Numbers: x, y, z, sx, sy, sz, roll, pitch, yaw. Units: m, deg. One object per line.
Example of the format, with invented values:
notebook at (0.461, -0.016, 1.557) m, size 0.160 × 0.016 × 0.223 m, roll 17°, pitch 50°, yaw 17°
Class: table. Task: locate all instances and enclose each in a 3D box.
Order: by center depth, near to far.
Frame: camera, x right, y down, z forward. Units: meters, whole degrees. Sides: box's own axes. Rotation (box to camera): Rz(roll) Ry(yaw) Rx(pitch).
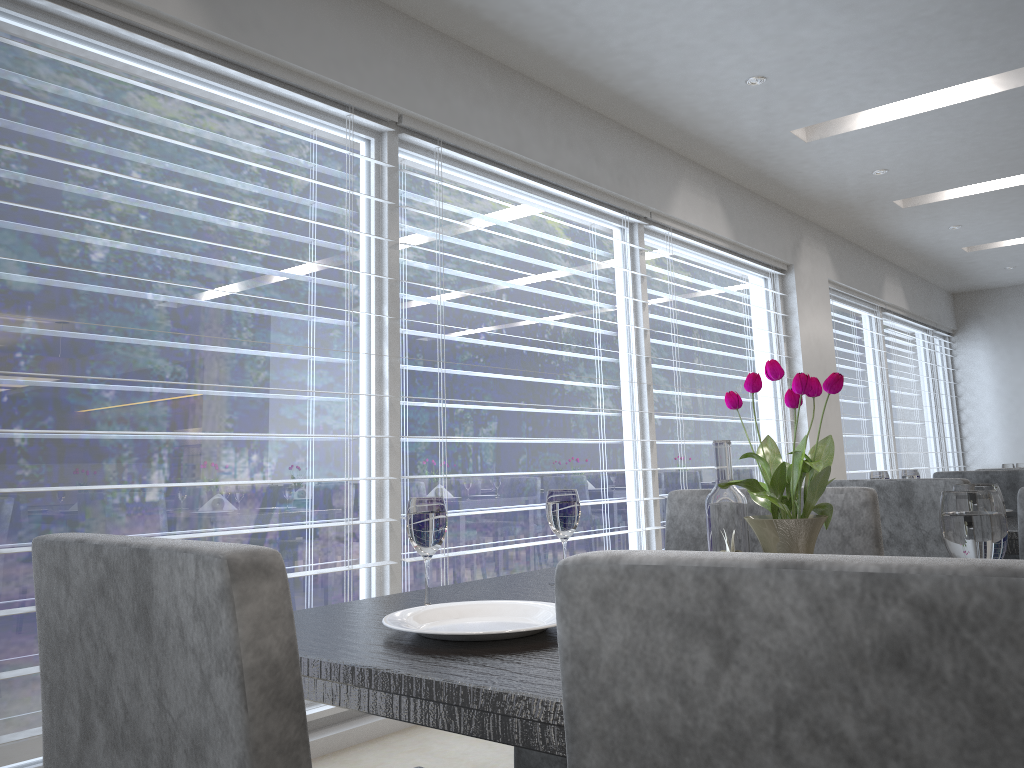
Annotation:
table at (0.321, 0.570, 0.876) m, size 1.182 × 0.642 × 0.773 m, roll -7°, pitch -9°, yaw 39°
table at (1.469, 0.671, 2.239) m, size 1.182 × 0.642 × 0.773 m, roll -7°, pitch -9°, yaw 39°

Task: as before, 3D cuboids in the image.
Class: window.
window at (-0.475, 0.042, 3.176) m, size 0.157 × 2.098 × 7.063 m, roll -10°, pitch -10°, yaw 39°
window at (3.365, 0.380, 7.733) m, size 0.157 × 2.099 × 3.639 m, roll -10°, pitch -10°, yaw 39°

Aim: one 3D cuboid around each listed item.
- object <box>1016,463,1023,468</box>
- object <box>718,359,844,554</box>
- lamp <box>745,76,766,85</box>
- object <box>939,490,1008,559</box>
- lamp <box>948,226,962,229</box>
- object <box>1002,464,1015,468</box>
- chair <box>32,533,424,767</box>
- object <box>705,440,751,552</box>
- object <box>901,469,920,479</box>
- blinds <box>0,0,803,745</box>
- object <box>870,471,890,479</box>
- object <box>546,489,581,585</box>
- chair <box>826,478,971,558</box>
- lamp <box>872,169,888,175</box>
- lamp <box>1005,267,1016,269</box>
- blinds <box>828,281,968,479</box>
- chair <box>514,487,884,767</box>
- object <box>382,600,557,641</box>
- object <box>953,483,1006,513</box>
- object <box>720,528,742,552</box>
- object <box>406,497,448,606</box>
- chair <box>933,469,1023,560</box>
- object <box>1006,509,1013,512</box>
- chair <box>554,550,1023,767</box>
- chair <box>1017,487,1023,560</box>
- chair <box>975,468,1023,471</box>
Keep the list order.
object at (2.307, 0.427, 3.986) m, size 0.053 × 0.141 × 0.052 m, roll 0°, pitch -10°, yaw -8°
object at (0.291, 0.115, 0.943) m, size 0.154 × 0.280 × 0.103 m, roll -8°, pitch -12°, yaw 36°
lamp at (1.094, -1.361, 3.970) m, size 0.089 × 0.007 × 0.088 m, roll -1°, pitch -6°, yaw -5°
object at (0.406, 0.164, 0.768) m, size 0.053 × 0.141 × 0.052 m, roll -1°, pitch -9°, yaw -2°
lamp at (3.302, -1.167, 6.590) m, size 0.089 × 0.007 × 0.088 m, roll -1°, pitch -6°, yaw -5°
object at (2.121, 0.411, 3.765) m, size 0.053 × 0.141 × 0.052 m, roll 0°, pitch -10°, yaw -8°
chair at (-0.121, 0.510, 0.774) m, size 0.473 × 0.772 × 0.489 m, roll -10°, pitch -12°, yaw 44°
object at (0.270, 0.172, 1.108) m, size 0.052 × 0.204 × 0.051 m, roll -2°, pitch -10°, yaw 4°
object at (1.222, 0.331, 2.698) m, size 0.053 × 0.141 × 0.052 m, roll 0°, pitch -10°, yaw -8°
blinds at (-0.402, 0.006, 3.107) m, size 0.045 × 2.068 × 7.058 m, roll -10°, pitch -10°, yaw 39°
object at (1.035, 0.315, 2.477) m, size 0.053 × 0.141 × 0.052 m, roll -1°, pitch -9°, yaw -2°
object at (0.079, 0.231, 1.342) m, size 0.053 × 0.141 × 0.052 m, roll -1°, pitch -9°, yaw -2°
chair at (1.028, 0.611, 2.138) m, size 0.473 × 0.772 × 0.489 m, roll -10°, pitch -12°, yaw 44°
lamp at (2.195, -1.264, 5.276) m, size 0.089 × 0.007 × 0.088 m, roll -1°, pitch -6°, yaw -5°
lamp at (4.542, -1.058, 8.062) m, size 0.089 × 0.007 × 0.088 m, roll -1°, pitch -6°, yaw -5°
blinds at (3.451, 0.345, 7.679) m, size 0.045 × 2.069 × 3.630 m, roll -10°, pitch -10°, yaw 39°
chair at (0.336, 0.551, 1.329) m, size 0.474 × 0.772 × 0.488 m, roll -8°, pitch -11°, yaw 34°
object at (-0.033, 0.260, 0.965) m, size 0.216 × 0.016 × 0.215 m, roll -4°, pitch -6°, yaw 18°
object at (0.522, 0.182, 0.980) m, size 0.053 × 0.141 × 0.052 m, roll -1°, pitch -9°, yaw -2°
object at (0.241, 0.208, 0.964) m, size 0.070 × 0.101 × 0.201 m, roll -3°, pitch -7°, yaw 9°
object at (-0.108, 0.215, 1.121) m, size 0.053 × 0.141 × 0.052 m, roll -1°, pitch -9°, yaw -2°
chair at (1.485, 0.652, 2.692) m, size 0.474 × 0.772 × 0.488 m, roll -8°, pitch -11°, yaw 34°
object at (1.363, 0.382, 2.621) m, size 0.215 × 0.016 × 0.215 m, roll -6°, pitch -7°, yaw 39°
chair at (0.321, 0.468, 0.488) m, size 0.474 × 0.772 × 0.488 m, roll -8°, pitch -11°, yaw 34°
chair at (0.750, 0.504, 0.981) m, size 0.473 × 0.772 × 0.489 m, roll -10°, pitch -12°, yaw 44°
chair at (2.112, 0.706, 3.423) m, size 0.473 × 0.772 × 0.489 m, roll -10°, pitch -12°, yaw 44°
